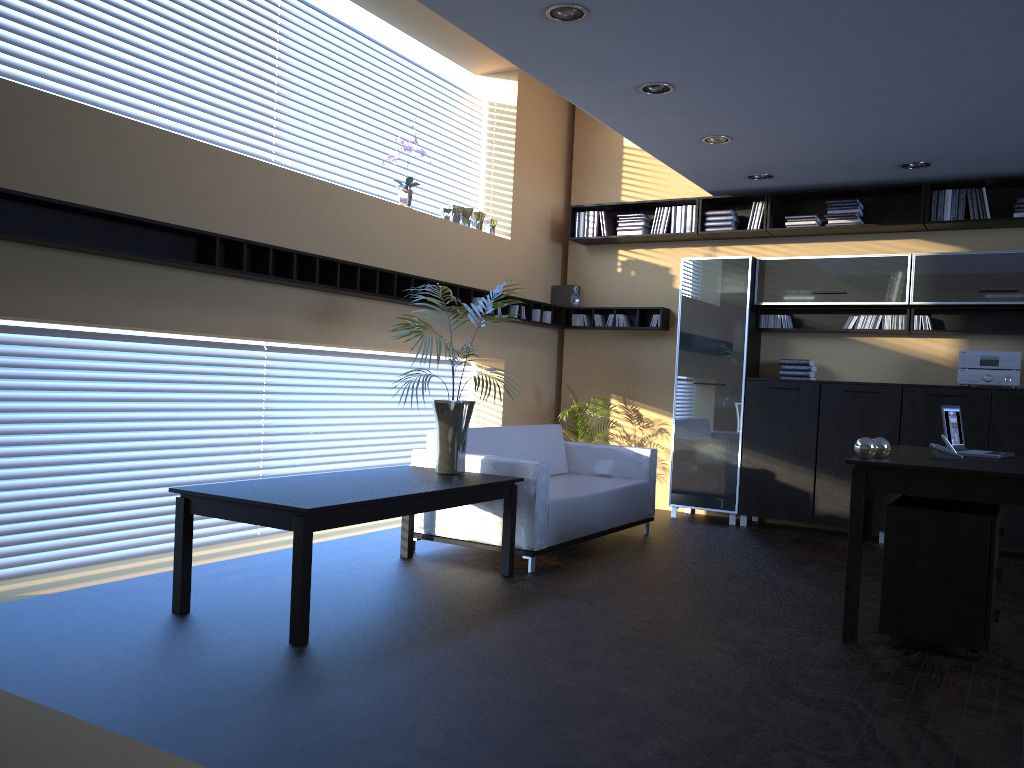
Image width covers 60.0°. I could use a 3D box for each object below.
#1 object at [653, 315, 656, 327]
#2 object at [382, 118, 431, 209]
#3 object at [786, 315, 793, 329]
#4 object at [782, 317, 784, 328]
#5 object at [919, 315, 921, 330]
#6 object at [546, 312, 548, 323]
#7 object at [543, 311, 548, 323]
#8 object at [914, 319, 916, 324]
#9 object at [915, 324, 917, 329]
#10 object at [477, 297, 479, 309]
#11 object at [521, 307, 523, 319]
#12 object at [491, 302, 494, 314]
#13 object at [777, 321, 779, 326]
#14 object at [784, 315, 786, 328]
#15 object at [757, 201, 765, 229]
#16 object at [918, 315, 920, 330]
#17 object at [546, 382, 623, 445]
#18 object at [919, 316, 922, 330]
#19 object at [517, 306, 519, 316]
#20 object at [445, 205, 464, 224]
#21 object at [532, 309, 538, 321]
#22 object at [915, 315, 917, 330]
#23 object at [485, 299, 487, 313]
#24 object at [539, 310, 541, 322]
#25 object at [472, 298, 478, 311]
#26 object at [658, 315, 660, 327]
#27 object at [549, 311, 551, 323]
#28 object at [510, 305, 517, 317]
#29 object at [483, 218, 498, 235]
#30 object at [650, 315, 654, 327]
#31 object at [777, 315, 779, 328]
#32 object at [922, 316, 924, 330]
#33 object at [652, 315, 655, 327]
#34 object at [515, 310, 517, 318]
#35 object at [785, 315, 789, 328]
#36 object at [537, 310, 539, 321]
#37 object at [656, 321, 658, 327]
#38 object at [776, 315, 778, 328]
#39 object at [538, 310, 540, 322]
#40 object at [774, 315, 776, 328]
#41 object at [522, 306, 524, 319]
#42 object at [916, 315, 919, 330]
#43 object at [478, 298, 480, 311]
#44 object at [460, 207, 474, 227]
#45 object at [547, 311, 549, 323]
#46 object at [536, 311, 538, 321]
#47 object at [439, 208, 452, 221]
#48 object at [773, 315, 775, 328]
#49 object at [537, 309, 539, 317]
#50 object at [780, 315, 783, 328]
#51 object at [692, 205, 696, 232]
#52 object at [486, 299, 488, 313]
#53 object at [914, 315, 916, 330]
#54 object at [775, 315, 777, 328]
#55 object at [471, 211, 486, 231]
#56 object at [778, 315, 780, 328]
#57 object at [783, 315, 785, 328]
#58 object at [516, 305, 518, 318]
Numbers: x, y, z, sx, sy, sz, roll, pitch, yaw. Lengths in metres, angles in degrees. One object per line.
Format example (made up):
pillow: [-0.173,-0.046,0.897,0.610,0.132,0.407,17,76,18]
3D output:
object: [1.416,-0.610,8.640,0.030,0.120,0.142,4,1,30]
object: [-0.834,-1.753,7.159,0.351,0.696,0.437,3,1,10]
object: [2.506,-0.556,7.998,0.040,0.118,0.142,4,1,30]
object: [2.466,-0.559,8.020,0.026,0.118,0.140,4,1,30]
object: [3.439,-0.511,7.453,0.006,0.118,0.140,4,1,30]
object: [0.286,-0.665,8.805,0.142,0.120,0.009,3,2,30]
object: [0.278,-0.664,8.781,0.142,0.118,0.040,3,2,30]
object: [3.404,-0.513,7.473,0.009,0.120,0.142,4,1,30]
object: [3.413,-0.512,7.469,0.009,0.120,0.142,4,1,30]
object: [-0.352,-0.692,7.710,0.142,0.120,0.009,3,2,30]
object: [0.038,-0.675,8.375,0.142,0.120,0.030,3,2,30]
object: [-0.231,-0.685,7.921,0.142,0.118,0.040,3,2,30]
object: [2.432,-0.561,8.043,0.009,0.120,0.142,4,1,30]
object: [2.486,-0.558,8.014,0.030,0.120,0.142,4,1,30]
object: [2.291,-1.509,8.038,0.075,0.260,0.207,4,1,30]
object: [3.431,-0.511,7.459,0.009,0.120,0.142,4,1,31]
object: [0.727,0.590,8.634,0.841,1.241,0.688,2,1,-26]
object: [3.440,-0.511,7.454,0.009,0.120,0.142,4,1,30]
object: [-0.007,-0.677,8.314,0.142,0.120,0.030,3,2,30]
object: [-0.505,-1.470,7.743,0.133,0.160,0.126,2,1,-39]
object: [0.176,-0.668,8.617,0.142,0.118,0.040,3,2,30]
object: [3.412,-0.512,7.466,0.006,0.118,0.140,4,1,30]
object: [-0.288,-0.689,7.831,0.142,0.120,0.009,3,2,30]
object: [0.212,-0.668,8.674,0.142,0.120,0.009,3,2,30]
object: [-0.366,-0.691,7.689,0.142,0.118,0.040,3,2,30]
object: [1.452,-0.609,8.619,0.009,0.120,0.142,4,1,30]
object: [0.319,-0.663,8.845,0.142,0.120,0.009,3,2,30]
object: [-0.024,-0.677,8.270,0.142,0.118,0.040,3,2,30]
object: [-0.209,-1.452,8.249,0.117,0.149,0.124,3,1,31]
object: [1.394,-0.610,8.652,0.040,0.118,0.142,4,1,30]
object: [2.431,-0.561,8.040,0.006,0.118,0.140,4,1,30]
object: [3.459,-0.510,7.445,0.026,0.118,0.140,4,1,30]
object: [1.408,-0.611,8.645,0.030,0.120,0.142,4,1,30]
object: [-0.019,-0.677,8.284,0.140,0.118,0.026,3,2,30]
object: [2.492,-0.557,8.003,0.030,0.120,0.142,4,1,30]
object: [0.193,-0.668,8.636,0.140,0.118,0.026,3,2,30]
object: [1.435,-0.609,8.629,0.030,0.124,0.142,4,1,30]
object: [2.422,-0.561,8.047,0.009,0.120,0.142,4,1,31]
object: [0.204,-0.668,8.654,0.142,0.120,0.030,3,2,30]
object: [2.406,-0.562,8.059,0.009,0.120,0.142,4,1,30]
object: [0.046,-0.675,8.383,0.142,0.120,0.030,3,2,30]
object: [3.420,-0.512,7.460,0.009,0.120,0.142,4,1,30]
object: [-0.346,-0.691,7.718,0.142,0.120,0.009,3,2,31]
object: [-0.416,-1.473,7.899,0.137,0.174,0.144,3,1,-9]
object: [0.296,-0.664,8.810,0.142,0.120,0.009,3,2,30]
object: [0.182,-0.669,8.631,0.142,0.120,0.030,3,2,30]
object: [-0.572,-1.450,7.630,0.090,0.114,0.094,2,1,-24]
object: [2.398,-0.562,8.066,0.009,0.120,0.142,4,1,30]
object: [0.190,-0.668,8.639,0.142,0.120,0.030,3,2,30]
object: [2.450,-0.560,8.034,0.009,0.120,0.142,4,1,30]
object: [1.751,-1.535,8.349,0.050,0.258,0.207,4,1,30]
object: [-0.276,-0.688,7.836,0.142,0.120,0.009,3,2,30]
object: [3.402,-0.513,7.469,0.006,0.118,0.140,4,1,30]
object: [2.414,-0.561,8.052,0.009,0.120,0.142,4,1,30]
object: [-0.323,-1.469,8.052,0.137,0.174,0.144,3,1,21]
object: [2.439,-0.560,8.036,0.009,0.120,0.142,4,1,30]
object: [2.475,-0.558,8.016,0.030,0.120,0.142,4,1,30]
object: [-0.014,-0.677,8.294,0.142,0.120,0.030,3,2,30]
